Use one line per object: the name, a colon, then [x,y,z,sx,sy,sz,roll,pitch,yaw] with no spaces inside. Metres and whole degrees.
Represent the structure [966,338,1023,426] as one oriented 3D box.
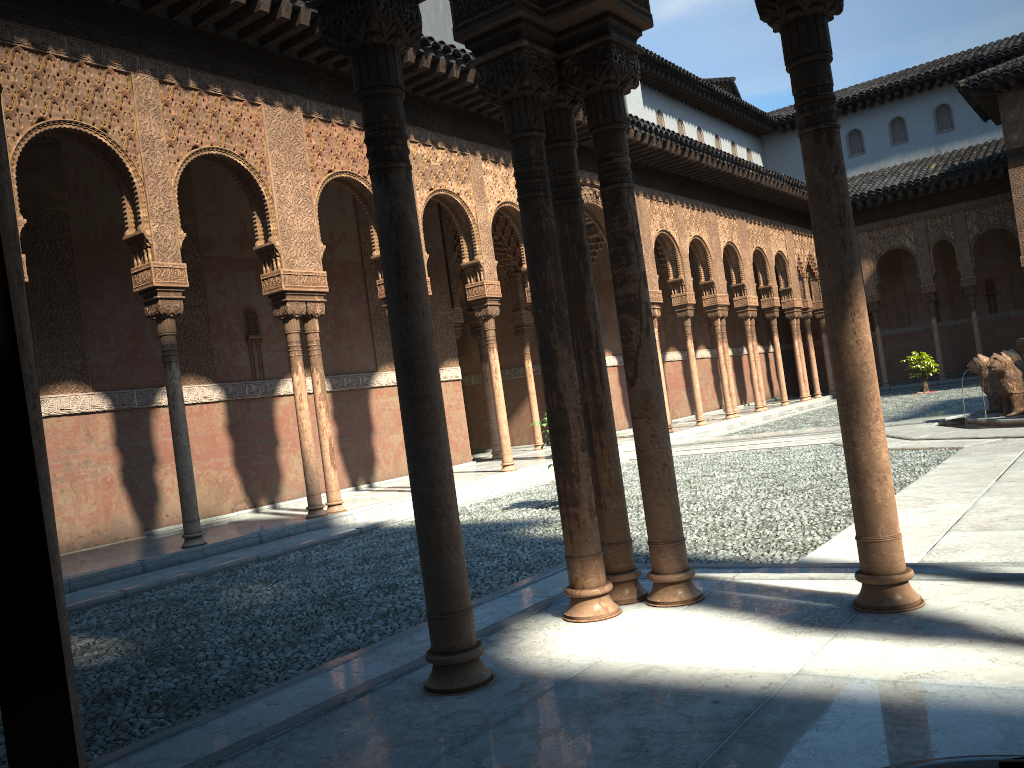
structure: [9.210,-0.550,13.191,4.508,1.991,4.508,-9,-2,36]
